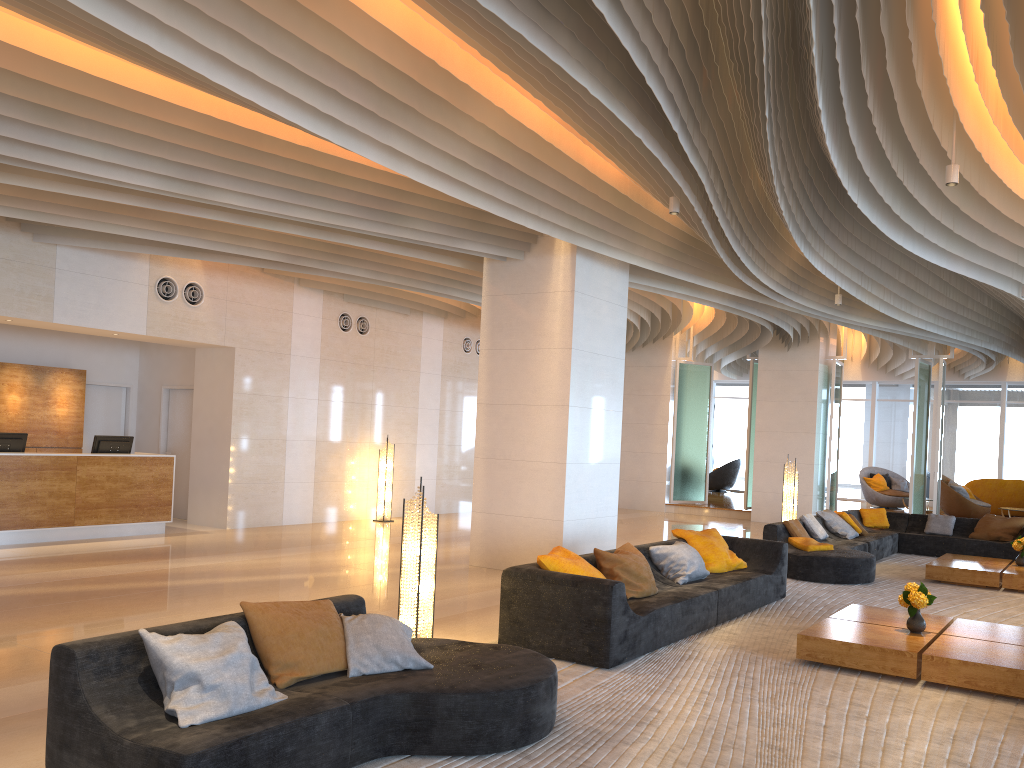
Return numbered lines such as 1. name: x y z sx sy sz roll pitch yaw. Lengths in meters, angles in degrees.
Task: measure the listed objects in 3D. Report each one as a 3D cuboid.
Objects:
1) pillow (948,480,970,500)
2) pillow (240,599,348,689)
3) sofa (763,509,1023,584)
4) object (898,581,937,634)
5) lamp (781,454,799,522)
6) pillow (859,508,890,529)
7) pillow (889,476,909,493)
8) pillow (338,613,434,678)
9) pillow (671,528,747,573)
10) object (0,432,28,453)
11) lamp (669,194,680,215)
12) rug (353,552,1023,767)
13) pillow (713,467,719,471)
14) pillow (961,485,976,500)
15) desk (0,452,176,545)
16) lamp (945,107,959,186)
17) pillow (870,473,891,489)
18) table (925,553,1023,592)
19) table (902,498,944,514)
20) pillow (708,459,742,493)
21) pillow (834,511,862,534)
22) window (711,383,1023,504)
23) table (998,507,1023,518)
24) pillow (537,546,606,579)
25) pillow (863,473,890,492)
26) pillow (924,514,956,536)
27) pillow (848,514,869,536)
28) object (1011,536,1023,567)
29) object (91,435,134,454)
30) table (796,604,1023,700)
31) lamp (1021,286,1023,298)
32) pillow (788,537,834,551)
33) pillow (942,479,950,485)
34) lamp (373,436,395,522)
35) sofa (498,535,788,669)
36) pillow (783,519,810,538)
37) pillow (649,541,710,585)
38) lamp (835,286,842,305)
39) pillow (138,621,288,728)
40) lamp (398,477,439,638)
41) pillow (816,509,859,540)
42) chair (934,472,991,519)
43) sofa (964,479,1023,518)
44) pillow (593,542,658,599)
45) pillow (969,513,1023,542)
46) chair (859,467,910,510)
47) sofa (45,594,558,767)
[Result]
1. pillow: 9.426 2.261 18.735 0.467 0.454 0.627 2 -2 15
2. pillow: -1.005 1.264 4.384 0.390 0.391 0.616 1 -3 36
3. sofa: 5.373 2.140 11.911 2.778 0.653 5.180 1 -4 34
4. object: 2.930 1.617 6.439 0.270 0.376 0.232 4 -1 -34
5. lamp: 4.216 1.791 13.454 0.246 1.450 0.254 3 0 34
6. pillow: 5.827 2.152 14.268 0.407 0.316 0.343 3 -2 5
7. pillow: 9.605 2.493 21.982 0.503 0.408 0.464 3 -2 1
8. pillow: -0.666 1.330 4.576 0.434 0.246 0.465 4 -3 -21
9. pillow: 1.961 1.632 8.754 0.650 0.377 0.538 5 -3 -34
10. object: -5.966 0.786 10.404 0.348 0.435 0.546 2 -2 34
11. lamp: 1.435 -2.221 7.654 0.088 1.505 0.090 3 0 25
12. rug: 3.279 2.061 6.709 5.421 0.022 16.512 0 -4 34
13. pillow: 5.927 2.534 25.604 0.513 0.408 0.455 4 -3 -39
14. pillow: 9.841 2.343 19.293 0.513 0.408 0.456 4 -2 -34
15. desk: -6.802 1.221 9.344 0.882 1.049 6.790 2 -3 34
16. lamp: 3.245 -2.206 6.477 0.089 1.505 0.089 3 0 7
17. pillow: 9.201 2.433 22.084 0.614 0.422 0.367 4 -2 -23
18. table: 6.026 2.323 10.784 1.574 0.220 1.630 0 -4 34
19. table: 9.780 2.873 20.894 1.061 0.318 0.834 0 -4 40
20. pillow: 6.098 2.655 25.921 1.116 1.005 1.546 1 -3 37
21. pillow: 4.901 2.029 12.985 0.325 0.335 0.423 3 -2 0
22. window: 7.999 0.409 6.145 22.161 3.218 54.502 3 -3 0
23. table: 10.572 2.762 18.424 0.810 0.318 1.092 2 -3 16
24. pillow: 0.496 1.432 6.578 0.543 0.377 0.644 2 -3 12
25. pillow: 8.953 2.419 21.754 0.632 0.454 0.463 5 -3 -40
26. pillow: 6.634 2.182 13.748 0.400 0.312 0.328 1 -2 36
27. pillow: 5.047 2.069 13.079 0.330 0.319 0.413 3 -2 2
28. object: 6.239 2.037 10.834 0.269 0.376 0.233 3 -1 -24
29. object: -5.189 0.892 11.558 0.348 0.435 0.546 2 -2 34
30. table: 3.099 1.923 6.438 1.574 0.220 1.630 0 -4 34
31. lamp: 6.270 -1.805 10.773 0.090 1.505 0.088 3 0 -11
32. pillow: 3.646 1.956 10.821 0.422 0.135 0.405 4 -3 -22
33. pillow: 9.445 2.268 19.141 0.366 0.422 0.616 2 -3 32
34. lamp: -2.114 1.572 14.822 0.246 1.450 0.254 3 0 34
35. sofa: 1.330 1.725 7.593 0.926 0.582 3.845 1 -4 34
36. pillow: 3.633 1.876 11.212 0.323 0.311 0.431 1 -3 36
37. pillow: 1.508 1.622 7.957 0.413 0.376 0.597 1 -3 36
38. lamp: 4.439 -1.820 11.974 0.090 1.505 0.088 3 0 -11
39. pillow: -1.279 1.209 3.787 0.449 0.344 0.574 1 -3 32
40. lamp: -0.651 1.250 6.181 0.246 1.197 0.254 3 0 34
41. pillow: 4.673 2.010 12.724 0.538 0.376 0.663 1 -3 29
42. chair: 9.634 2.408 18.991 1.116 1.005 1.547 1 -3 41
43. sofa: 11.586 2.619 20.095 2.528 0.900 1.126 1 -3 23
44. pillow: 0.919 1.503 7.081 0.436 0.409 0.612 1 -3 36
45. pillow: 7.307 2.160 13.327 0.557 0.377 0.628 4 -3 -34
46. chair: 9.266 2.561 21.845 1.531 1.005 1.127 3 -2 -14
47. sofa: -0.730 1.428 4.216 1.332 0.576 2.293 1 -4 34
